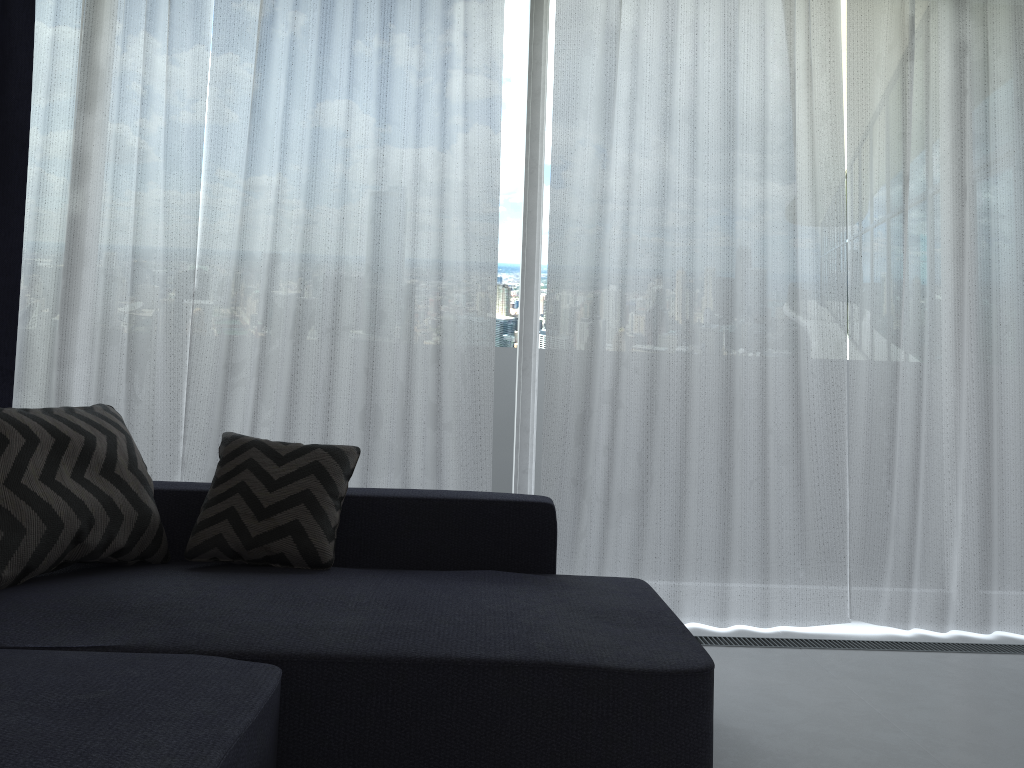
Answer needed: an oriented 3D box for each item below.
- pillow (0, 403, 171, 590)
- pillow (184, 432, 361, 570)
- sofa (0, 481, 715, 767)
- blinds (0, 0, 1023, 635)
[{"bbox_3d":[-1.205,0.309,2.292,0.355,0.522,0.594,0,-3,29],"label":"pillow"},{"bbox_3d":[-0.662,0.319,2.466,0.415,0.347,0.284,2,-3,3],"label":"pillow"},{"bbox_3d":[-0.517,0.506,1.271,1.898,0.612,2.859,2,-1,-2],"label":"sofa"},{"bbox_3d":[0.109,-0.563,0.618,7.134,2.792,5.769,2,-1,2],"label":"blinds"}]
